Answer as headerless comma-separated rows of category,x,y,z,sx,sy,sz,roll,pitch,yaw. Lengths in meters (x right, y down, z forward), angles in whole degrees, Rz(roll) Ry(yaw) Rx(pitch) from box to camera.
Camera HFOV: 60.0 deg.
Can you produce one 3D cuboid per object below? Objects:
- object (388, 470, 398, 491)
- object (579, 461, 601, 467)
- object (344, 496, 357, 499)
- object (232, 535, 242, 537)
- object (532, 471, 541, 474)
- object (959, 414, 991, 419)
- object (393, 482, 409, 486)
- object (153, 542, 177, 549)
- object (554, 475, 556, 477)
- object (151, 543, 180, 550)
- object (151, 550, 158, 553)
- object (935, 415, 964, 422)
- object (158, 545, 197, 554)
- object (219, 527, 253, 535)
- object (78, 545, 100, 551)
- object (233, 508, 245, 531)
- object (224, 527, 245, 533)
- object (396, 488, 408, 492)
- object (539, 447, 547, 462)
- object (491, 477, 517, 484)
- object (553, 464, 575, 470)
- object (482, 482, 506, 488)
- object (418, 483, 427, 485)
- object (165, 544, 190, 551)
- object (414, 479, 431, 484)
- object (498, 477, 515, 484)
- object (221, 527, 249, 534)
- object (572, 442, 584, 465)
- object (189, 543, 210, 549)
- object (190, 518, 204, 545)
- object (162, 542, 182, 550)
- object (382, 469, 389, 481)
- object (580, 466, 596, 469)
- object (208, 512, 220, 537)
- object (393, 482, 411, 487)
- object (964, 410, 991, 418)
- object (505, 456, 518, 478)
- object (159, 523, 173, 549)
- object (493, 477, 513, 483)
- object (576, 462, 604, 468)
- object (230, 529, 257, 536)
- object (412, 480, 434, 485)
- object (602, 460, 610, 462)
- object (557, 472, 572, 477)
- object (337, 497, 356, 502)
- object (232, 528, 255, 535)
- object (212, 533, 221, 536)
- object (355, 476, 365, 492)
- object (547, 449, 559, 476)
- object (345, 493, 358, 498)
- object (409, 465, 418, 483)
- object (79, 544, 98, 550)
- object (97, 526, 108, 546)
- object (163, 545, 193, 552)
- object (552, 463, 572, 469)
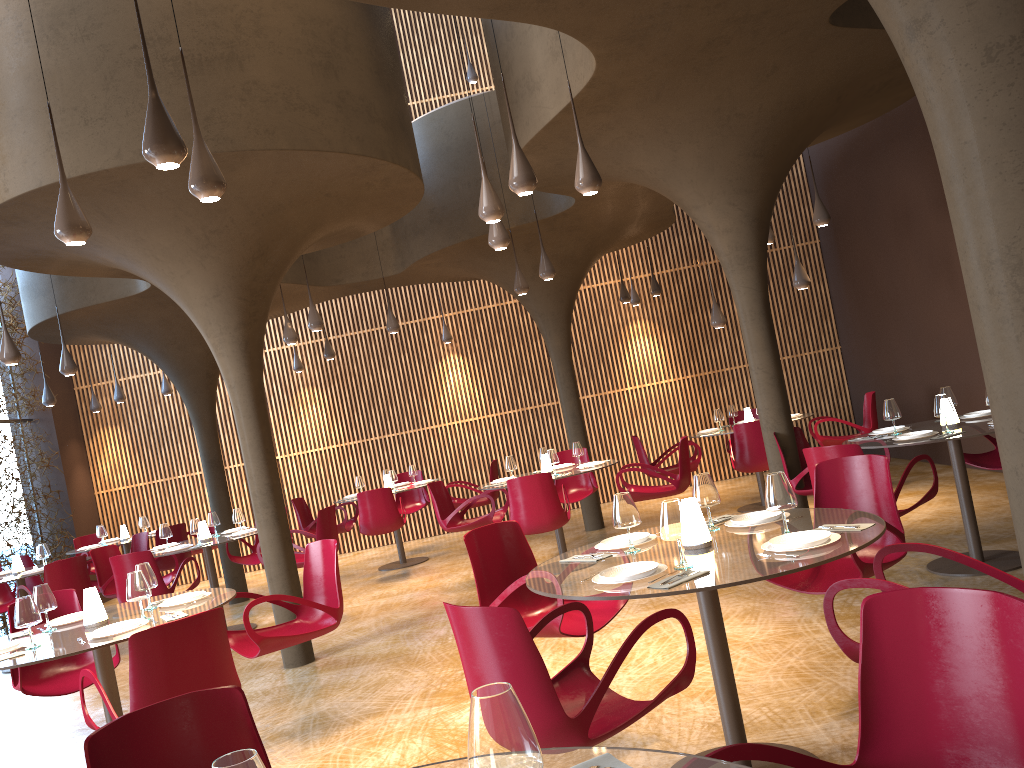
object,-1.719,1.398,12.827,0.142,0.295,0.142,-11,0,-6
object,0.909,0.934,10.287,0.263,0.029,0.263,-11,-2,9
object,-2.354,1.674,13.225,0.332,0.014,0.331,-12,-2,14
object,-3.122,1.738,10.333,0.204,0.012,0.410,-12,-2,17
object,0.328,1.086,10.980,0.126,0.017,0.262,-11,-2,12
object,3.951,0.261,7.465,0.332,0.014,0.331,-12,-2,18
object,-1.727,1.557,13.739,0.263,0.029,0.263,-11,-2,12
object,-4.128,1.931,10.554,0.263,0.029,0.263,-11,-2,2
object,0.290,1.054,9.875,0.411,0.012,0.204,-11,-2,12
object,-4.127,1.941,10.554,0.332,0.014,0.331,-12,-2,27
object,-4.233,1.960,10.272,0.262,0.017,0.126,-12,-2,18
object,3.820,0.302,7.735,0.261,0.017,0.127,-10,-2,-30
object,-3.743,1.848,9.925,0.411,0.012,0.204,-11,-2,12
object,-3.415,1.814,10.949,0.411,0.012,0.204,-11,-2,8
object,-6.340,2.458,13.289,0.331,0.014,0.332,-11,-2,-18
object,-3.248,1.629,10.547,0.141,0.295,0.142,-11,-1,-25
object,-3.422,1.805,10.949,0.263,0.029,0.263,-11,-2,2
object,-1.570,1.509,12.622,0.126,0.017,0.262,-11,-2,6
object,0.400,0.919,10.764,0.142,0.295,0.141,-11,-1,33
object,-0.094,1.147,10.505,0.332,0.014,0.331,-12,-2,27
object,0.613,1.021,10.899,0.331,0.014,0.332,-11,-2,-17
object,-0.200,1.167,10.223,0.262,0.017,0.126,-12,-2,18
object,-1.327,1.472,13.184,0.204,0.012,0.410,-11,-2,7
object,-3.740,1.836,9.924,0.263,0.029,0.263,-11,-2,10
object,-1.329,1.462,13.189,0.262,0.029,0.263,-10,-2,-21
object,-0.093,1.149,10.509,0.204,0.012,0.410,-12,-2,13
object,-3.420,1.814,10.949,0.331,0.014,0.332,-11,-2,-17
object,0.785,0.835,10.497,0.141,0.295,0.142,-11,-1,-25
object,-3.458,1.795,9.822,0.126,0.017,0.261,-12,-2,16
object,-3.570,1.676,10.046,0.142,0.295,0.142,-11,0,-7
object,-4.126,1.942,10.559,0.204,0.012,0.410,-12,-2,13
object,-1.912,1.458,13.573,0.142,0.295,0.142,-11,0,1
object,0.910,0.945,10.283,0.204,0.012,0.410,-12,-2,17
object,-3.633,1.712,10.814,0.142,0.295,0.142,-11,0,-12
object,-1.725,1.566,13.739,0.332,0.014,0.332,-11,-2,-1
object,3.949,0.252,7.465,0.262,0.029,0.264,-10,-2,-40
object,-0.007,0.985,10.303,0.142,0.295,0.141,-11,-1,39
object,-4.039,1.778,10.352,0.142,0.295,0.141,-11,-1,39
object,-0.096,1.138,10.505,0.263,0.029,0.263,-11,-2,8
object,0.911,0.944,10.287,0.332,0.014,0.331,-12,-2,34
object,-3.122,1.737,10.337,0.332,0.014,0.331,-12,-2,31
object,-1.327,1.471,13.189,0.332,0.014,0.331,-12,-2,24
object,1.038,0.934,10.561,0.262,0.017,0.126,-12,-2,21
object,0.575,1.001,9.773,0.126,0.017,0.261,-12,-2,16
object,-2.410,1.683,12.928,0.262,0.017,0.126,-11,-2,8
object,-3.123,1.727,10.337,0.263,0.029,0.262,-12,-2,25
object,-3.704,1.880,11.030,0.126,0.017,0.262,-11,-2,12
object,-2.234,1.505,13.046,0.141,0.295,0.142,-11,-1,-27
object,0.463,0.883,9.996,0.142,0.295,0.142,-11,0,-7
object,-2.356,1.664,13.225,0.264,0.029,0.262,-12,-2,37
object,-1.488,1.369,13.378,0.142,0.295,0.141,-12,-1,44
object,-6.342,2.449,13.289,0.263,0.029,0.263,-11,-2,-12
object,-6.138,2.279,13.295,0.142,0.295,0.142,-11,0,0
object,-3.739,1.845,9.924,0.331,0.014,0.332,-11,-2,-6
object,0.611,1.011,10.899,0.263,0.029,0.263,-11,-2,2
